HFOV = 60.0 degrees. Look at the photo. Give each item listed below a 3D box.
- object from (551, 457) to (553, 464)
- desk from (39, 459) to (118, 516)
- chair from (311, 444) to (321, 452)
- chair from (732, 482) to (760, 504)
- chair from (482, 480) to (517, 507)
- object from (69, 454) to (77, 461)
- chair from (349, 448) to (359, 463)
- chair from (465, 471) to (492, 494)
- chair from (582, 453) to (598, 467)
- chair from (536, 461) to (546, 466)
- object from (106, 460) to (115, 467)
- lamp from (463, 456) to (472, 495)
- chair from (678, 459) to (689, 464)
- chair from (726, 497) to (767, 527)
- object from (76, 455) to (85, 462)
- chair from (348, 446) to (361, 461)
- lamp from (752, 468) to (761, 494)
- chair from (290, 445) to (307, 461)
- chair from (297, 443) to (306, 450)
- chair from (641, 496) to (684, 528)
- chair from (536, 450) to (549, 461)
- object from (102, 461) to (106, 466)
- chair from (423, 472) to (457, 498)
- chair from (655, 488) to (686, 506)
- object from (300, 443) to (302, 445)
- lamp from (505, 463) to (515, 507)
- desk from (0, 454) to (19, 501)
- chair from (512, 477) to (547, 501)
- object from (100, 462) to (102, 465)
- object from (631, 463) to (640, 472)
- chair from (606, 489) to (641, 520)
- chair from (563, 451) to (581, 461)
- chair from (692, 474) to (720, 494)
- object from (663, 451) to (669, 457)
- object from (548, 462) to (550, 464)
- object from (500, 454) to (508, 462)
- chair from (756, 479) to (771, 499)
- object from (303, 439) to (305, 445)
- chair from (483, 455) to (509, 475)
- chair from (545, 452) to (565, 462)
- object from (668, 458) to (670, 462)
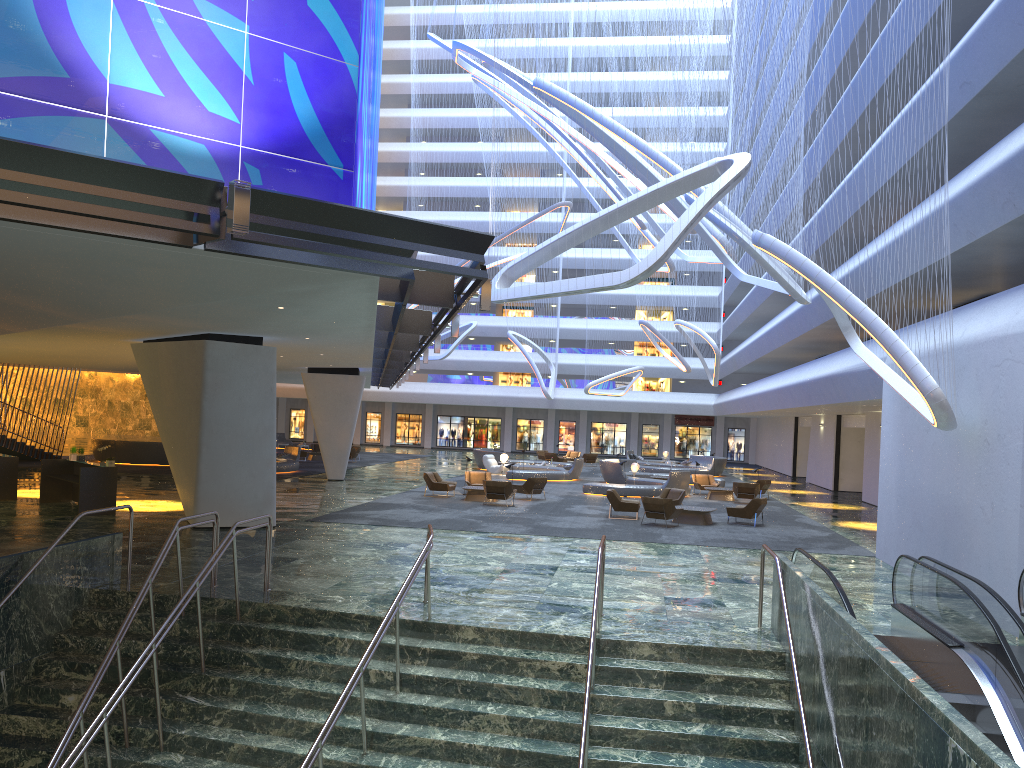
[{"bbox_3d":[2.013,3.873,44.895,0.066,0.355,0.076,3,0,-25],"label":"object"},{"bbox_3d":[-10.465,2.447,21.327,0.814,1.097,2.976,3,-2,-43],"label":"desk"},{"bbox_3d":[-10.323,3.634,47.661,0.930,0.766,0.939,3,-2,-18],"label":"chair"},{"bbox_3d":[8.179,3.811,30.985,0.929,0.766,0.939,2,-1,14],"label":"chair"},{"bbox_3d":[-0.396,3.258,26.537,0.929,0.766,0.939,2,-1,14],"label":"chair"},{"bbox_3d":[-10.966,1.836,22.160,0.150,0.145,0.150,1,-2,42],"label":"object"},{"bbox_3d":[-8.409,3.632,45.417,0.929,0.766,0.939,2,-1,6],"label":"chair"},{"bbox_3d":[-1.128,3.352,29.807,0.929,0.766,0.939,3,-1,-8],"label":"chair"},{"bbox_3d":[4.544,4.471,52.229,0.930,0.766,0.939,3,-1,-13],"label":"chair"},{"bbox_3d":[0.951,4.166,45.052,1.786,0.501,0.585,4,-2,-28],"label":"chair"},{"bbox_3d":[-9.321,1.846,20.566,0.149,0.149,0.149,1,-2,43],"label":"object"},{"bbox_3d":[-1.487,3.060,29.632,0.202,1.300,0.384,2,0,25],"label":"lamp"},{"bbox_3d":[10.254,4.703,51.691,0.938,0.766,0.930,1,-2,41],"label":"chair"},{"bbox_3d":[6.421,3.472,24.241,0.938,0.766,0.930,2,-2,33],"label":"chair"},{"bbox_3d":[-10.655,1.840,21.897,0.150,0.145,0.150,1,-2,42],"label":"object"},{"bbox_3d":[-8.632,3.698,47.369,0.939,0.766,0.929,4,-2,-43],"label":"chair"},{"bbox_3d":[8.519,3.552,30.882,0.384,1.300,0.202,2,0,25],"label":"lamp"},{"bbox_3d":[-10.889,3.502,44.894,0.939,0.766,0.929,3,-2,-21],"label":"chair"},{"bbox_3d":[-13.298,3.955,55.970,0.586,0.501,0.491,2,-1,25],"label":"chair"},{"bbox_3d":[3.863,3.312,23.050,0.929,0.766,0.940,2,-2,35],"label":"chair"},{"bbox_3d":[1.983,4.413,53.690,0.930,0.766,0.938,4,-2,-38],"label":"chair"},{"bbox_3d":[-9.502,1.864,20.734,0.107,0.108,0.111,1,-2,43],"label":"object"},{"bbox_3d":[-2.336,3.251,28.588,0.938,0.766,0.930,2,-1,17],"label":"chair"},{"bbox_3d":[4.524,3.453,25.924,0.939,0.766,0.929,3,-2,-30],"label":"chair"},{"bbox_3d":[-13.146,3.722,55.325,0.071,0.118,0.151,2,-2,43],"label":"object"},{"bbox_3d":[-0.056,3.000,26.434,0.384,1.300,0.202,2,0,25],"label":"lamp"},{"bbox_3d":[-13.858,2.369,23.210,2.976,1.097,0.814,1,-2,45],"label":"desk"},{"bbox_3d":[0.597,3.392,28.870,0.938,0.766,0.930,1,-2,41],"label":"chair"},{"bbox_3d":[-9.649,1.882,20.871,0.072,0.070,0.073,1,-2,43],"label":"object"},{"bbox_3d":[5.154,3.487,37.084,0.366,0.387,0.318,2,-1,15],"label":"object"},{"bbox_3d":[3.090,3.337,24.584,0.938,0.766,0.930,2,-1,10],"label":"chair"},{"bbox_3d":[3.673,4.500,53.990,0.929,0.766,0.940,2,-2,27],"label":"chair"},{"bbox_3d":[7.448,3.905,34.256,0.929,0.766,0.939,3,-1,-8],"label":"chair"},{"bbox_3d":[9.708,4.426,55.923,0.367,0.387,0.318,3,-1,-10],"label":"object"},{"bbox_3d":[1.872,3.983,44.822,0.071,0.118,0.151,2,-1,18],"label":"object"},{"bbox_3d":[-0.358,3.370,40.370,0.367,0.387,0.318,3,-1,-10],"label":"object"},{"bbox_3d":[9.173,3.945,33.318,0.938,0.766,0.930,1,-2,41],"label":"chair"},{"bbox_3d":[-12.988,3.611,55.334,0.066,0.355,0.076,3,0,0],"label":"object"},{"bbox_3d":[-0.723,3.753,41.210,1.156,0.882,0.729,2,-1,27],"label":"chair"},{"bbox_3d":[2.389,4.323,50.895,0.939,0.766,0.929,4,-2,-41],"label":"chair"},{"bbox_3d":[9.437,4.577,53.311,0.131,0.252,0.103,3,-1,-9],"label":"object"}]
